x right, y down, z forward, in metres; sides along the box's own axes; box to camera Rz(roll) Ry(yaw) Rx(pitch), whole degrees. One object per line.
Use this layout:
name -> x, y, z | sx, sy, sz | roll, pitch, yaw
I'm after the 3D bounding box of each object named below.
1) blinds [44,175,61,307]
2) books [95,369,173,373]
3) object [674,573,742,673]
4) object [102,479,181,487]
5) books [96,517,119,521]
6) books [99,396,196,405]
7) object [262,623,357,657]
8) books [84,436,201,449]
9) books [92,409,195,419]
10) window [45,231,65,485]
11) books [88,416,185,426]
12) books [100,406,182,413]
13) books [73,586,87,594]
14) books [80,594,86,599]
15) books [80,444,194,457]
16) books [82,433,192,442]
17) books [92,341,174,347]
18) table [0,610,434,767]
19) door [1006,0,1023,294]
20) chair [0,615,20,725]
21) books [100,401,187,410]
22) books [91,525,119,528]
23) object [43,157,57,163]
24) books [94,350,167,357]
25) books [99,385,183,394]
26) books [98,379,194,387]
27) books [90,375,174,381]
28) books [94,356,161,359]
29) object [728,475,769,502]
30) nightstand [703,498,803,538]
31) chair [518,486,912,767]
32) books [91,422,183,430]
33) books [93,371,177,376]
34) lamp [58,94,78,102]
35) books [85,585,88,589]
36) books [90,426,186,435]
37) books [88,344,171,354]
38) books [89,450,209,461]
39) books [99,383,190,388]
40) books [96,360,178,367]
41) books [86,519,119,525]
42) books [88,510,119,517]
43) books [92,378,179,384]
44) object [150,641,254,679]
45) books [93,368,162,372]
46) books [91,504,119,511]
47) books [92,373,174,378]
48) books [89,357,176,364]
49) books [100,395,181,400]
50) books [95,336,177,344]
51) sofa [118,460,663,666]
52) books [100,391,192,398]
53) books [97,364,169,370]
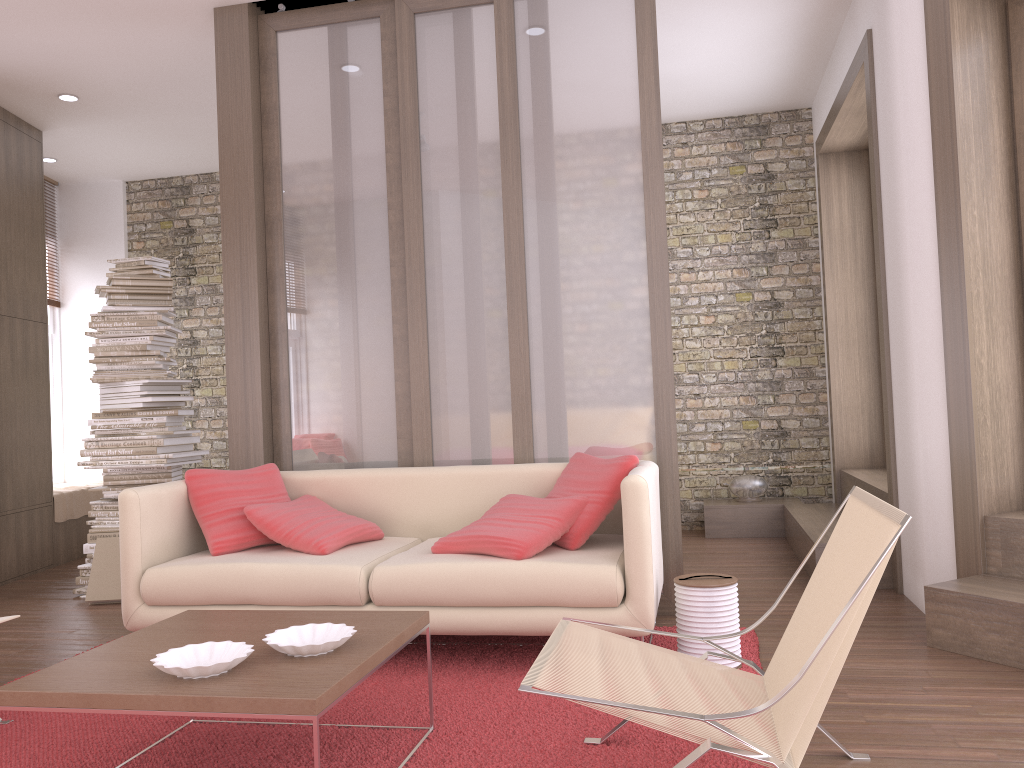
blinds -> -4.086, -1.276, 7.313 | 0.042, 1.138, 1.373 | -2, -2, -1
books -> -2.379, -0.073, 5.603 | 0.412, 0.011, 0.308 | -2, -2, -13
object -> 0.743, 0.900, 3.371 | 0.239, 0.341, 0.239 | -4, -2, 44
object -> -2.306, 0.617, 5.546 | 0.413, 0.008, 0.243 | -2, -2, -8
books -> -2.279, 0.819, 5.537 | 0.468, 0.021, 0.350 | -3, -2, 17
books -> -2.298, 0.104, 5.585 | 0.524, 0.030, 0.317 | -4, -2, 32
object -> -0.547, 0.699, 2.402 | 0.251, 0.043, 0.249 | -3, -2, 24
books -> -2.328, 0.369, 5.615 | 0.542, 0.046, 0.421 | -3, -2, 12
books -> -2.322, 0.191, 5.610 | 0.518, 0.038, 0.341 | -2, -2, -3
window -> -4.132, -0.244, 7.283 | 0.160, 2.229, 1.407 | -2, -2, -1
books -> -2.360, 0.232, 5.595 | 0.469, 0.038, 0.364 | -2, -2, -3
books -> -2.358, 0.163, 5.619 | 0.450, 0.022, 0.364 | -2, -2, -28
books -> -2.309, 1.243, 5.479 | 0.612, 0.028, 0.399 | -3, -2, 12
books -> -2.268, 1.264, 5.436 | 0.542, 0.016, 0.423 | -3, -2, 12
books -> -2.355, 0.417, 5.592 | 0.522, 0.046, 0.410 | -3, -2, 12
books -> -2.354, 0.335, 5.595 | 0.510, 0.020, 0.399 | -3, -2, 12
books -> -2.393, -0.246, 5.616 | 0.388, 0.020, 0.287 | -3, -2, 7
table -> -0.758, 0.922, 2.484 | 0.850, 0.378, 0.850 | -3, -2, 12
door -> 2.682, -0.632, 3.145 | 0.142, 2.275, 1.800 | -2, -2, -28
chair -> -2.184, 0.814, 2.807 | 0.860, 0.767, 0.739 | -3, -2, 12
books -> -2.333, 0.137, 5.610 | 0.435, 0.030, 0.322 | -4, -2, 32
books -> -2.303, 0.863, 5.508 | 0.448, 0.013, 0.350 | -3, -2, 17
object -> -3.824, -1.849, 7.320 | 0.119, 0.010, 0.119 | -4, -2, 37
books -> -2.402, -0.184, 5.606 | 0.379, 0.028, 0.297 | -2, -2, -13
books -> -2.349, 0.037, 5.612 | 0.417, 0.036, 0.308 | -4, -2, 32
books -> -2.310, -0.006, 5.598 | 0.500, 0.018, 0.326 | -4, -2, 32
books -> -2.391, -0.033, 5.596 | 0.444, 0.015, 0.279 | -2, -2, -13
books -> -2.410, -0.156, 5.596 | 0.368, 0.009, 0.262 | -2, -2, -13
object -> 1.789, 0.786, 6.709 | 0.296, 0.199, 0.211 | -3, -2, 9
nightstand -> 1.806, 1.004, 6.663 | 0.707, 0.240, 0.400 | -3, -2, 12
chair -> 0.498, 0.679, 2.241 | 0.853, 0.762, 0.739 | -3, -2, 12
books -> -2.347, 0.262, 5.574 | 0.442, 0.025, 0.346 | -2, -2, -3
books -> -2.368, -0.061, 5.596 | 0.446, 0.012, 0.291 | -2, -2, -13
lamp -> -2.982, -1.924, 5.961 | 0.119, 0.010, 0.119 | -2, -2, -8
books -> -2.243, 1.211, 5.474 | 0.566, 0.025, 0.423 | -3, -2, 12
books -> -2.353, 0.293, 5.607 | 0.469, 0.028, 0.368 | -2, -2, -3
books -> -2.415, -0.216, 5.612 | 0.379, 0.039, 0.297 | -3, -2, 7
books -> -2.273, 0.450, 5.591 | 0.566, 0.025, 0.423 | -3, -2, 12
books -> -2.329, 0.011, 5.621 | 0.443, 0.010, 0.345 | -4, -2, 32
books -> -2.367, -0.123, 5.609 | 0.388, 0.020, 0.287 | -3, -2, 7
books -> -2.333, 0.846, 5.546 | 0.506, 0.023, 0.330 | -3, -2, 17
books -> -2.347, 0.792, 5.544 | 0.432, 0.038, 0.339 | -3, -2, 17
books -> -2.362, -0.019, 5.584 | 0.469, 0.015, 0.267 | -2, -2, -13
object -> -0.782, 0.705, 2.247 | 0.249, 0.043, 0.251 | -2, -2, -18
books -> -2.403, -0.081, 5.608 | 0.395, 0.007, 0.308 | -2, -2, -13
books -> -2.323, 0.752, 5.560 | 0.448, 0.038, 0.348 | -3, -2, 17
books -> -2.383, -0.047, 5.598 | 0.432, 0.013, 0.288 | -2, -2, -13
books -> -2.384, -0.142, 5.599 | 0.467, 0.020, 0.283 | -2, -2, -13
books -> -2.352, 0.084, 5.605 | 0.413, 0.013, 0.294 | -4, -2, 32
books -> -2.371, -0.270, 5.608 | 0.379, 0.028, 0.297 | -3, -2, 7
sofa -> -0.474, 0.765, 3.875 | 2.204, 0.751, 0.919 | -3, -2, 12
books -> -2.315, 0.065, 5.599 | 0.484, 0.020, 0.323 | -4, -2, 32
books -> -2.393, -0.098, 5.621 | 0.379, 0.028, 0.297 | -2, -2, -13
